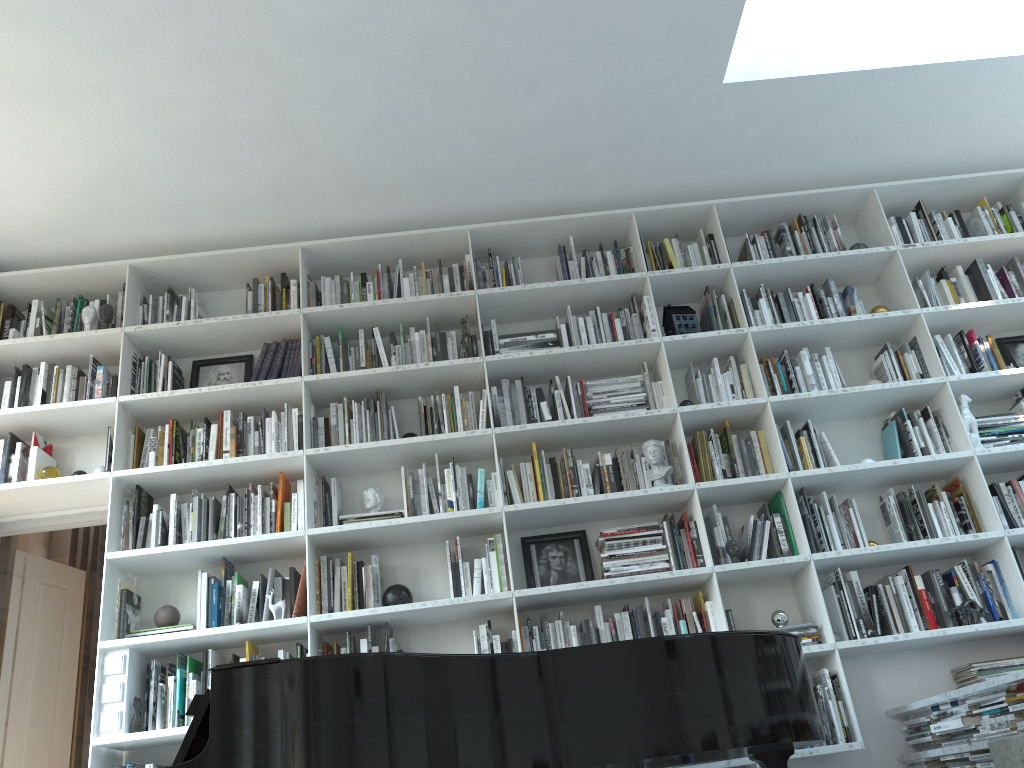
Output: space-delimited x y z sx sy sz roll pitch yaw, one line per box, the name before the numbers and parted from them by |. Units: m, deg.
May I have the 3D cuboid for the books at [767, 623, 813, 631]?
books | 1.123 1.042 3.723 0.254 0.012 0.161 -10 -26 5

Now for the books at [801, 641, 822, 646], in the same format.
books | 1.133 1.110 3.700 0.285 0.012 0.160 -9 -26 2

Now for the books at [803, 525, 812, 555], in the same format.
books | 1.285 0.719 3.950 0.015 0.187 0.169 -6 -26 -3

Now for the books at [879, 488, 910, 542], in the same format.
books | 1.733 0.628 4.008 0.016 0.288 0.132 -6 -26 -3

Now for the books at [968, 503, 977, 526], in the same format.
books | 2.054 0.618 4.015 0.007 0.234 0.132 -6 -26 -3

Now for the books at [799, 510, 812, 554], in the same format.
books | 1.295 0.699 3.970 0.011 0.238 0.137 -6 -26 -3

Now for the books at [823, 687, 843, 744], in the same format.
books | 1.254 1.328 3.530 0.011 0.211 0.179 -6 -26 -3

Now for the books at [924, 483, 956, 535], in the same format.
books | 1.920 0.603 3.992 0.006 0.273 0.173 -6 -26 -3

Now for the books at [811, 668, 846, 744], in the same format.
books | 1.266 1.298 3.553 0.021 0.283 0.173 -6 -26 -3

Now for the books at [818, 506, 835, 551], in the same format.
books | 1.375 0.682 3.944 0.011 0.225 0.189 -6 -26 -3

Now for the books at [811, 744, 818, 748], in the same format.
books | 1.157 1.328 3.540 0.014 0.244 0.177 -6 -26 -3

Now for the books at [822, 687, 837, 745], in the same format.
books | 1.242 1.331 3.548 0.012 0.224 0.150 -6 -26 -3

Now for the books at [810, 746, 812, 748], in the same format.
books | 1.145 1.344 3.551 0.012 0.228 0.130 -6 -26 -3

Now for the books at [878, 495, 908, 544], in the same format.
books | 1.718 0.642 3.988 0.019 0.250 0.131 -6 -26 -3

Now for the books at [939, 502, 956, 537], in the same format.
books | 1.914 0.644 3.968 0.019 0.182 0.191 -6 -26 -3

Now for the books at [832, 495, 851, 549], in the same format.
books | 1.461 0.658 3.985 0.006 0.283 0.160 -6 -26 -3

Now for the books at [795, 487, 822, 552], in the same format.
books | 1.334 0.648 3.996 0.007 0.340 0.150 -6 -26 -3

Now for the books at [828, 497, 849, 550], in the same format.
books | 1.442 0.661 3.966 0.012 0.266 0.184 -6 -26 -3

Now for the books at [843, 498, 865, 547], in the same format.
books | 1.522 0.658 3.976 0.014 0.260 0.142 -6 -26 -3

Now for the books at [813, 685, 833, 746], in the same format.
books | 1.223 1.326 3.532 0.026 0.223 0.176 -6 -26 -3

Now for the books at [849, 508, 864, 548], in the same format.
books | 1.511 0.682 3.960 0.014 0.206 0.181 -6 -26 -3

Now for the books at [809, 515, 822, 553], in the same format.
books | 1.333 0.706 3.957 0.013 0.203 0.154 -6 -26 -3

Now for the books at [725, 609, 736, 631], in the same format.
books | 0.930 1.082 3.783 0.030 0.209 0.137 -6 -26 -3

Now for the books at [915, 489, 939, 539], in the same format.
books | 1.834 0.619 3.974 0.018 0.249 0.185 -6 -26 -3

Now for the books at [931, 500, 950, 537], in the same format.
books | 1.896 0.642 3.974 0.015 0.194 0.176 -6 -26 -3

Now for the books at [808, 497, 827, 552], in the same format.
books | 1.351 0.662 3.962 0.005 0.282 0.160 -6 -26 -3

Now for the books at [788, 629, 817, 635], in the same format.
books | 1.126 1.062 3.711 0.254 0.012 0.161 -6 -26 -3

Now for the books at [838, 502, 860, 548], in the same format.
books | 1.495 0.671 3.968 0.015 0.237 0.177 -6 -26 -3

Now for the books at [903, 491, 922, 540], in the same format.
books | 1.777 0.631 3.991 0.008 0.257 0.159 -6 -26 -3

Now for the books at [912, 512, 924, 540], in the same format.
books | 1.800 0.660 3.998 0.031 0.207 0.123 -6 -26 -3

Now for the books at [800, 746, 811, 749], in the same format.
books | 1.134 1.326 3.550 0.005 0.262 0.163 -6 -26 -3

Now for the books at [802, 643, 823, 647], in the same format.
books | 1.134 1.119 3.691 0.285 0.012 0.160 -8 -26 0

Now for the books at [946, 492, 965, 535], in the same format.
books | 1.970 0.622 3.996 0.021 0.230 0.156 -6 -26 -3

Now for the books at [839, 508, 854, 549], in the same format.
books | 1.484 0.683 3.973 0.008 0.221 0.134 -6 -26 -3

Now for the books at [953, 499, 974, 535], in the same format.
books | 1.991 0.631 3.962 0.016 0.179 0.190 -6 -26 -3

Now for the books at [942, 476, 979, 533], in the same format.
books | 2.025 0.580 3.998 0.007 0.294 0.163 -6 -26 -3

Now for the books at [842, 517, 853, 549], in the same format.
books | 1.477 0.703 3.962 0.013 0.178 0.141 -6 -26 -3

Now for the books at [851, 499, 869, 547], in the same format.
books | 1.536 0.661 3.975 0.013 0.250 0.173 -6 -26 -3

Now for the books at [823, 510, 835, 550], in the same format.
books | 1.387 0.690 3.954 0.013 0.217 0.161 -6 -26 -3

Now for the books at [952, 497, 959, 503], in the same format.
books | 2.006 0.631 3.993 0.016 0.204 0.142 -6 -26 -3

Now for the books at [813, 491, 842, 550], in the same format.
books | 1.409 0.649 3.966 0.014 0.295 0.176 -6 -26 -3

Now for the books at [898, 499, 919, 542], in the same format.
books | 1.753 0.647 3.968 0.015 0.214 0.178 -6 -26 -3

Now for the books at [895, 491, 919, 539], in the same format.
books | 1.765 0.631 3.991 0.015 0.261 0.150 -6 -26 -3

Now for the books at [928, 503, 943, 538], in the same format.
books | 1.856 0.648 3.960 0.018 0.181 0.183 -6 -26 -3

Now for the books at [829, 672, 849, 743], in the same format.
books | 1.285 1.311 3.570 0.015 0.269 0.158 -6 -26 -3

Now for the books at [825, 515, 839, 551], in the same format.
books | 1.402 0.700 3.943 0.013 0.185 0.184 -6 -26 -3

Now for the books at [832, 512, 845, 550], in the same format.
books | 1.434 0.696 3.962 0.013 0.202 0.167 -6 -26 -3

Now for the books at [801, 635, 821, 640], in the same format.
books | 1.129 1.087 3.706 0.285 0.012 0.160 -8 -26 0

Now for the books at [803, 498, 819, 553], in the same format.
books | 1.319 0.670 3.967 0.006 0.280 0.156 -6 -26 -3

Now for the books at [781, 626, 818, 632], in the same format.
books | 1.125 1.055 3.724 0.285 0.012 0.160 -8 -26 1

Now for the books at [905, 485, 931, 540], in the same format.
books | 1.820 0.617 4.004 0.007 0.283 0.160 -6 -26 -3

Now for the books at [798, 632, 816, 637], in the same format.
books | 1.128 1.078 3.715 0.254 0.012 0.161 -9 -26 2

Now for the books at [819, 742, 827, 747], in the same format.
books | 1.205 1.349 3.548 0.013 0.201 0.140 -6 -26 -3

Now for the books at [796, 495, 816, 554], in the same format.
books | 1.306 0.666 3.970 0.018 0.294 0.178 -6 -26 -3

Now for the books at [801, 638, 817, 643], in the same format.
books | 1.131 1.098 3.703 0.254 0.012 0.161 -9 -26 2

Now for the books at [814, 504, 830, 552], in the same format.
books | 1.362 0.678 3.957 0.013 0.247 0.166 -6 -26 -3

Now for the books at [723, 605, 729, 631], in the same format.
books | 0.900 1.076 3.784 0.027 0.227 0.142 -6 -26 -3

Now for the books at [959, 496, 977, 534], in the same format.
books | 2.020 0.626 3.985 0.013 0.203 0.159 -6 -26 -3

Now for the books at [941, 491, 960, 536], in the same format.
books | 1.935 0.621 3.982 0.018 0.228 0.182 -6 -26 -3

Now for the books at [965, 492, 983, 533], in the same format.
books | 2.062 0.619 4.005 0.009 0.222 0.146 -6 -26 -3
